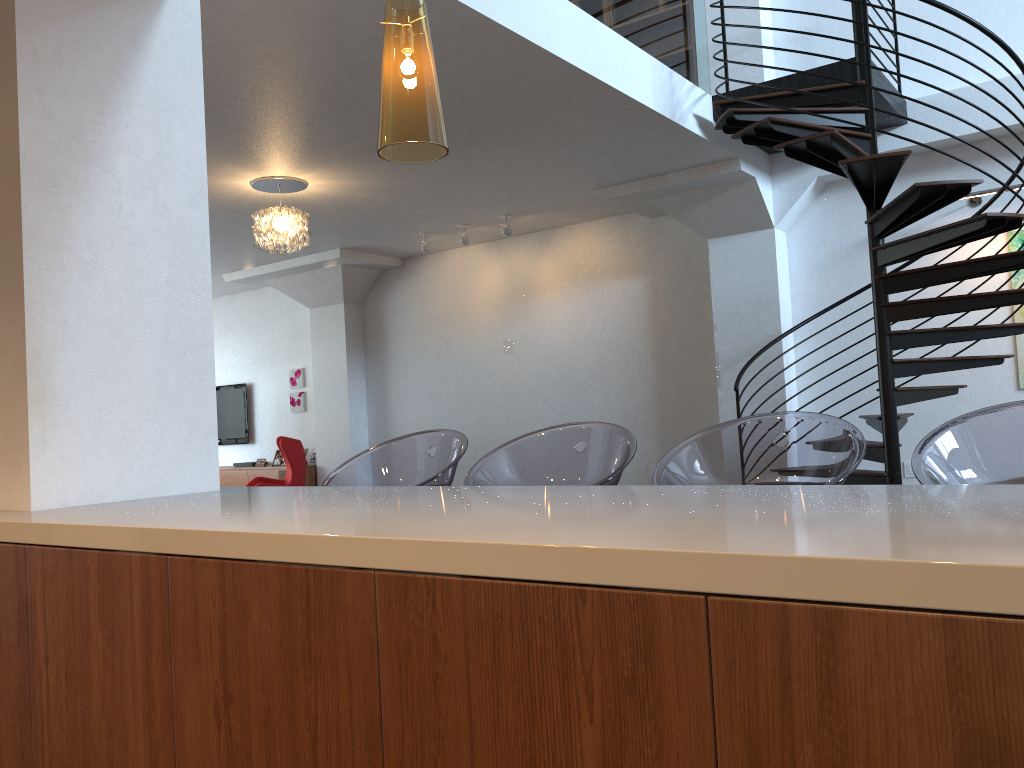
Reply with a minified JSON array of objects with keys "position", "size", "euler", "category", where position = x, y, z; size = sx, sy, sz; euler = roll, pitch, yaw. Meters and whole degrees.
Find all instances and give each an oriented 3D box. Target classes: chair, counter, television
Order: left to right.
[{"position":[-4.095,0.441,12.308],"size":[1.324,0.816,0.013],"euler":[-5,-3,35],"category":"television"},{"position":[-2.676,1.087,9.784],"size":[0.801,1.006,0.798],"euler":[-2,-3,-29],"category":"chair"},{"position":[-0.379,0.669,2.986],"size":[0.530,1.014,0.481],"euler":[-5,-3,38],"category":"chair"},{"position":[0.132,0.625,2.619],"size":[0.530,1.014,0.481],"euler":[-5,-3,33],"category":"chair"},{"position":[0.639,0.581,2.236],"size":[0.530,1.014,0.481],"euler":[-5,-3,33],"category":"chair"},{"position":[1.005,0.640,2.206],"size":[8.182,0.860,3.039],"euler":[-3,-2,6],"category":"counter"},{"position":[1.168,0.538,1.891],"size":[0.530,1.014,0.481],"euler":[-5,-3,38],"category":"chair"}]

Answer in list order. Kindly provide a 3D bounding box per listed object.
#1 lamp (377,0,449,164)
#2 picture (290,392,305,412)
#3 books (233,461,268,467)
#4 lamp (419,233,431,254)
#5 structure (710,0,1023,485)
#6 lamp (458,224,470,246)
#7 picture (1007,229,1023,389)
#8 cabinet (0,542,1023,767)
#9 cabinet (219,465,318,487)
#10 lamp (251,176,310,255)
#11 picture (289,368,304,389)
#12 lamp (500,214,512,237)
[{"position":[-0.603,-1.309,3.183],"size":[0.149,1.807,2.842],"euler":[-3,-2,-15],"category":"lamp"},{"position":[-2.765,0.235,11.425],"size":[0.250,0.250,0.030],"euler":[-5,-3,36],"category":"picture"},{"position":[-3.472,1.067,11.771],"size":[0.400,0.053,0.250],"euler":[-5,-3,36],"category":"books"},{"position":[-0.885,-1.438,9.056],"size":[0.111,0.211,0.120],"euler":[-2,-3,-20],"category":"lamp"},{"position":[2.426,-1.033,5.917],"size":[1.998,4.352,1.998],"euler":[-3,-2,-4],"category":"structure"},{"position":[-0.475,-1.473,8.762],"size":[0.111,0.211,0.120],"euler":[-3,-2,-5],"category":"lamp"},{"position":[4.250,-0.598,6.411],"size":[1.095,1.200,0.010],"euler":[-5,-3,36],"category":"picture"},{"position":[-0.844,0.773,2.406],"size":[4.493,0.796,0.898],"euler":[-5,-3,36],"category":"cabinet"},{"position":[-4.192,1.322,12.181],"size":[4.501,0.350,0.459],"euler":[-5,-3,36],"category":"cabinet"},{"position":[-1.813,-1.303,6.954],"size":[0.441,0.539,0.442],"euler":[-3,-2,-12],"category":"lamp"},{"position":[-2.782,-0.072,11.438],"size":[0.250,0.250,0.030],"euler":[-5,-3,36],"category":"picture"},{"position":[-0.055,-1.509,8.460],"size":[0.111,0.211,0.120],"euler":[-4,-2,10],"category":"lamp"}]
